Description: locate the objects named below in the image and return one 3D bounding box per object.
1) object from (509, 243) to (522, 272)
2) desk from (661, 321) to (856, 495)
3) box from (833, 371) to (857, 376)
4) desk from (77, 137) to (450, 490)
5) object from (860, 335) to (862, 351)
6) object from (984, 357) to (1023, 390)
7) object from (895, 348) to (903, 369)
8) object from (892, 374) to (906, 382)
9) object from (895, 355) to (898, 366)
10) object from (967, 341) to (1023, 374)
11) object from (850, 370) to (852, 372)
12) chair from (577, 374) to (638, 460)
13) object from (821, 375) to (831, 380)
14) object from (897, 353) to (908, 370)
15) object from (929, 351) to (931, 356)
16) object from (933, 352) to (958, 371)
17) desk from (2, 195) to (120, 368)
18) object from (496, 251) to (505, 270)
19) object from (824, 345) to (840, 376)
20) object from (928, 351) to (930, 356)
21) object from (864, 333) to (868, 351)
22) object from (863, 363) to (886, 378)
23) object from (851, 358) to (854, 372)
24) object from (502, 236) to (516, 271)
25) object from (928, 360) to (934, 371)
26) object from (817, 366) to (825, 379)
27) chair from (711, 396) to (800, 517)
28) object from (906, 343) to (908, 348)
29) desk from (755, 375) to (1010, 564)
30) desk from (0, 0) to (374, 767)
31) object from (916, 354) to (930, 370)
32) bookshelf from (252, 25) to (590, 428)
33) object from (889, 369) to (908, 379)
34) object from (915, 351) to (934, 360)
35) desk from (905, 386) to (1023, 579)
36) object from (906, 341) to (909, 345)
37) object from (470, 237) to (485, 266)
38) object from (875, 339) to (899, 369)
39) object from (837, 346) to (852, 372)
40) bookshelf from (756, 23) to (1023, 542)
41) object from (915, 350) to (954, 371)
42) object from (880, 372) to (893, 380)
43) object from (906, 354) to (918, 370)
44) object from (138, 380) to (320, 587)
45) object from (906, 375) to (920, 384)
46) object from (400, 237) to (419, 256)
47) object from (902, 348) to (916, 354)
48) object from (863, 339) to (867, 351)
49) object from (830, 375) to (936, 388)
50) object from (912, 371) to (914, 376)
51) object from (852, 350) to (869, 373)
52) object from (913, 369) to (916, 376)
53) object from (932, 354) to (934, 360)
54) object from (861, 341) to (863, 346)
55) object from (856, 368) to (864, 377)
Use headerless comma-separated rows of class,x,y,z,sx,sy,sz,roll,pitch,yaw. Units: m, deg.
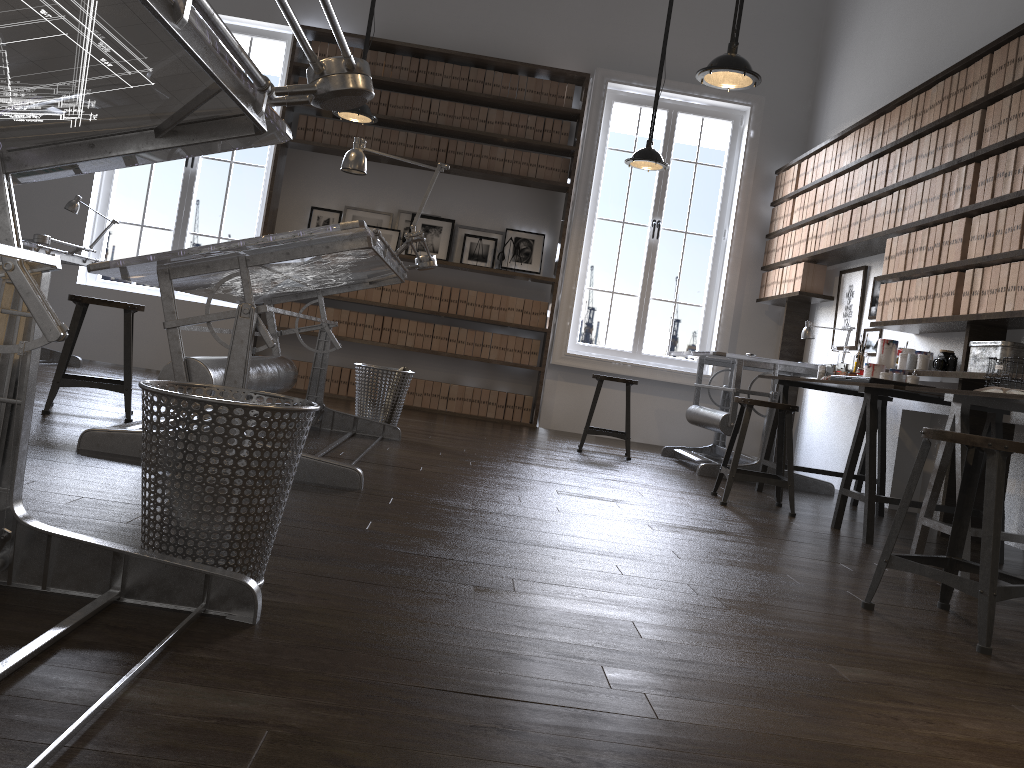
object,0.037,-1.058,7.465,0.110,0.262,0.040,9,-1,-3
desk,1.688,0.078,6.026,1.070,1.099,1.269,9,0,-3
box,1.902,-0.023,4.958,0.137,0.083,0.212,9,1,-3
desk,-0.909,-0.414,4.055,1.076,1.388,2.280,9,1,-3
object,1.933,-0.167,4.922,0.007,0.214,0.054,8,-2,32
object,1.972,-0.003,3.358,0.284,0.161,0.204,9,0,-3
object,2.220,-0.136,5.053,0.051,0.140,0.050,9,-1,-5
object,1.992,-0.003,4.565,0.063,0.093,0.063,9,-1,-44
object,2.234,-0.121,5.122,0.061,0.111,0.061,9,-1,-4
object,2.261,-0.110,4.085,0.193,0.152,0.317,9,1,-3
object,1.966,-0.029,5.186,0.068,0.104,0.068,9,-1,-7
chair,0.655,0.216,5.944,0.358,0.528,0.371,9,0,6
object,1.733,-0.023,4.803,0.132,0.050,0.196,9,1,26
object,2.156,-0.118,4.869,0.061,0.094,0.062,9,-1,-17
object,2.250,-0.121,4.782,0.004,0.133,0.029,8,-1,19
object,2.199,-0.110,4.521,0.091,0.109,0.171,9,1,-3
desk,-3.309,-0.733,5.859,1.171,1.190,1.269,9,0,-3
object,-0.096,-1.028,7.395,0.066,0.166,0.040,9,-1,-3
object,1.843,-0.108,5.103,0.068,0.230,0.069,9,-1,-6
object,2.249,-0.122,4.791,0.005,0.118,0.036,8,-1,18
object,1.957,-0.172,4.928,0.021,0.228,0.007,9,-1,9
object,1.931,-0.036,4.728,0.104,0.142,0.105,9,0,-10
object,1.997,-0.085,5.110,0.068,0.230,0.069,9,-1,-6
object,-0.027,-1.088,7.435,0.118,0.304,0.040,9,-1,-3
object,2.257,-0.090,4.802,0.054,0.080,0.054,9,-1,25
object,1.817,-0.051,5.171,0.068,0.104,0.068,9,-1,2
chair,1.217,0.346,4.359,0.358,0.528,0.371,9,0,6
object,2.258,-0.160,5.116,0.041,0.163,0.005,9,-1,-10
desk,1.764,0.355,4.390,0.655,0.670,1.669,9,1,-3
desk,-0.748,-0.298,0.707,1.076,1.388,2.069,9,1,-3
object,2.199,-0.108,4.739,0.061,0.094,0.062,9,-1,-17
bookshelf,-0.856,-0.953,7.526,2.472,3.728,0.412,9,-1,-3
object,2.038,-0.012,4.685,0.094,0.128,0.095,9,0,1
object,2.268,-0.114,4.888,0.094,0.128,0.094,9,0,28
desk,1.848,0.417,2.627,0.655,0.670,1.669,9,1,-3
object,2.266,-0.158,5.122,0.033,0.184,0.005,9,-1,-9
object,-0.280,-1.104,7.415,0.124,0.260,0.040,9,-1,-3
object,2.150,-0.166,5.083,0.107,0.177,0.106,9,-1,-1
object,1.914,-0.101,5.107,0.068,0.238,0.069,9,-1,-6
bookshelf,2.384,-0.066,2.844,0.373,3.208,9.179,9,1,-3
object,2.222,-0.103,4.631,0.235,0.162,0.107,8,0,-37
object,1.946,-0.012,4.618,0.062,0.094,0.061,8,-1,37
object,2.174,-0.113,4.801,0.063,0.093,0.063,9,-1,-17
object,-0.594,0.205,1.787,0.354,0.378,0.352,9,0,19
object,2.042,0.006,4.521,0.061,0.094,0.062,9,-1,-44
object,-0.849,-1.192,7.376,0.174,0.260,0.040,9,-1,-3
object,2.226,-0.133,4.983,0.070,0.130,0.070,8,-1,35
object,1.946,-0.159,4.919,0.006,0.193,0.055,9,-1,-4
object,1.717,0.001,4.119,0.312,0.033,0.446,9,2,-3
object,2.064,-0.013,4.589,0.005,0.118,0.036,9,-1,-9
object,2.065,-0.110,4.883,0.345,0.146,0.077,9,-1,20
object,2.069,-0.012,4.581,0.004,0.133,0.029,9,-1,-8
object,2.266,-0.111,4.784,0.004,0.103,0.035,8,-1,16
object,1.934,-0.152,4.942,0.022,0.180,0.005,8,-1,21
object,1.887,-0.031,4.792,0.049,0.112,0.049,9,-1,-6
